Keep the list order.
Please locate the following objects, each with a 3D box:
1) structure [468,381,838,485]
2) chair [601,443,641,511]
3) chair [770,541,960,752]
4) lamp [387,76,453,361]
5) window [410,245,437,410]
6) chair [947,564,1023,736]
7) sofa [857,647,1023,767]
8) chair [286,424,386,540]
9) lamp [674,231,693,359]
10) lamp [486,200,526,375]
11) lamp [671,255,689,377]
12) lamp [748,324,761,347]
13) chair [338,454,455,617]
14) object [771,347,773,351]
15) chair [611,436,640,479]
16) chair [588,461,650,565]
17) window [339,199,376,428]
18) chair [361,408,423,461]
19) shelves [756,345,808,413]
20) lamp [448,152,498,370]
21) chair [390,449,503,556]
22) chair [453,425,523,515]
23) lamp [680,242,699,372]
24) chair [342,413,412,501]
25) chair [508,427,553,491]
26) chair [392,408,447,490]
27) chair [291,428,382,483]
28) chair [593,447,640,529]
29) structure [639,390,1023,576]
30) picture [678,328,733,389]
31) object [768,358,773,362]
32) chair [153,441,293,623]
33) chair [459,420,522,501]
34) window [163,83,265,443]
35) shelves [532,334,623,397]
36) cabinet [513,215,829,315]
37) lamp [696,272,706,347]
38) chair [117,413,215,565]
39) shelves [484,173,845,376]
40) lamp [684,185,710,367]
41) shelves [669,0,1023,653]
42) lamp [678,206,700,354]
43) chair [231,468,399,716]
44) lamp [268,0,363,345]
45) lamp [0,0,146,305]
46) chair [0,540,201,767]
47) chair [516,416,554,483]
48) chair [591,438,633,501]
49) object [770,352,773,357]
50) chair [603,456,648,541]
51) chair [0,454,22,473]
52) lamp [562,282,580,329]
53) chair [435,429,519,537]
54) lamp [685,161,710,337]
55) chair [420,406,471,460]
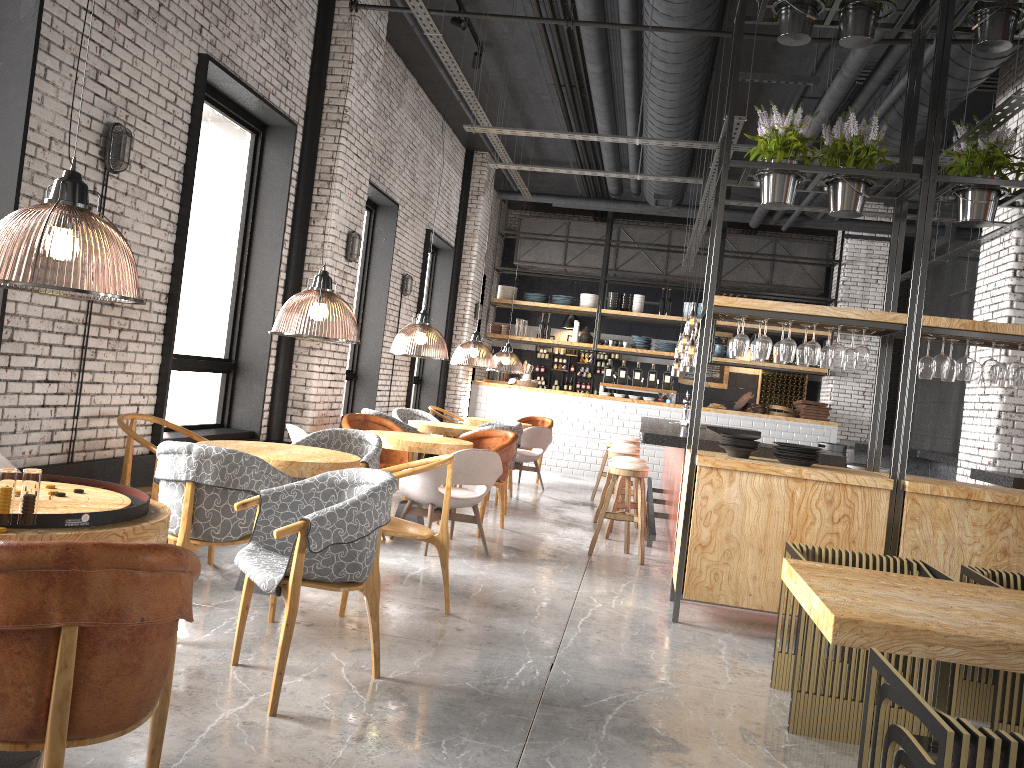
[{"bbox_3d":[2.229,0.951,14.861,5.802,1.346,1.510,7,0,9],"label":"structure"},{"bbox_3d":[1.253,1.082,10.278,0.480,0.806,0.439,7,-1,-43],"label":"chair"},{"bbox_3d":[1.593,1.178,4.050,0.657,0.730,0.638,6,-1,10],"label":"chair"},{"bbox_3d":[-0.651,-1.421,7.508,0.536,2.407,0.537,7,-1,-39],"label":"lamp"},{"bbox_3d":[-1.398,-0.810,13.187,0.365,2.698,1.534,6,-1,9],"label":"window"},{"bbox_3d":[2.405,1.271,3.940,0.657,0.730,0.638,6,-1,11],"label":"chair"},{"bbox_3d":[1.815,1.207,2.061,1.806,0.730,0.640,7,-1,9],"label":"sofa"},{"bbox_3d":[-1.432,0.772,7.049,0.801,0.851,0.771,7,-1,-32],"label":"chair"},{"bbox_3d":[2.073,-1.094,10.568,0.108,1.599,0.108,6,-1,41],"label":"lamp"},{"bbox_3d":[0.042,-1.350,12.140,0.536,2.407,0.537,7,-1,-39],"label":"lamp"},{"bbox_3d":[2.138,-0.887,11.147,0.108,1.599,0.108,6,-1,41],"label":"lamp"},{"bbox_3d":[4.823,-1.189,17.486,0.390,0.937,0.390,6,-1,11],"label":"lamp"},{"bbox_3d":[-0.621,0.840,5.059,0.644,0.921,0.612,7,-1,1],"label":"chair"},{"bbox_3d":[5.122,-0.687,17.482,0.079,0.079,0.283,6,0,9],"label":"object"},{"bbox_3d":[1.481,1.104,11.958,0.438,0.806,0.481,7,-1,-23],"label":"chair"},{"bbox_3d":[0.958,1.053,7.370,0.480,0.806,0.439,7,-1,-33],"label":"chair"},{"bbox_3d":[-1.872,-0.858,10.021,0.365,2.698,1.534,6,-1,9],"label":"window"},{"bbox_3d":[-1.381,0.740,9.423,0.643,0.929,0.682,7,-1,-37],"label":"chair"},{"bbox_3d":[5.295,0.328,17.470,0.889,2.149,0.250,6,-1,9],"label":"shelves"},{"bbox_3d":[-0.301,-1.385,9.849,0.536,2.407,0.537,7,-1,-39],"label":"lamp"},{"bbox_3d":[-0.481,0.882,6.900,0.770,0.851,0.803,7,-1,-32],"label":"chair"},{"bbox_3d":[-0.221,0.874,9.298,0.680,0.929,0.644,7,-1,-37],"label":"chair"},{"bbox_3d":[2.015,-0.928,9.911,0.108,1.599,0.108,7,-1,-10],"label":"lamp"},{"bbox_3d":[-1.290,0.754,8.054,0.680,0.929,0.644,7,-1,-39],"label":"chair"},{"bbox_3d":[0.119,0.942,11.576,0.770,0.851,0.803,7,-1,-32],"label":"chair"},{"bbox_3d":[-1.152,0.765,10.396,0.680,0.929,0.644,7,-1,-37],"label":"chair"},{"bbox_3d":[-1.171,0.771,5.907,0.681,0.929,0.643,6,-1,18],"label":"chair"},{"bbox_3d":[1.088,1.064,9.336,0.438,0.806,0.481,7,-1,-18],"label":"chair"},{"bbox_3d":[3.514,1.008,9.512,4.311,1.534,5.873,7,0,9],"label":"structure"},{"bbox_3d":[3.912,-0.513,17.926,0.980,1.143,0.020,6,-1,9],"label":"picture"},{"bbox_3d":[5.096,-0.479,17.463,0.079,0.079,0.283,6,0,9],"label":"object"},{"bbox_3d":[-1.505,0.736,4.330,0.681,0.929,0.643,6,-1,8],"label":"chair"},{"bbox_3d":[-0.195,0.875,10.319,0.643,0.929,0.682,7,-1,-37],"label":"chair"},{"bbox_3d":[-2.345,-0.906,6.858,0.365,2.698,1.534,6,-1,9],"label":"window"},{"bbox_3d":[1.310,-0.237,18.133,1.762,1.483,0.157,6,-1,9],"label":"shelves"},{"bbox_3d":[2.968,-2.095,17.245,5.865,1.769,0.681,7,-1,9],"label":"cabinet"},{"bbox_3d":[1.879,-0.961,8.598,0.108,1.462,0.108,7,-1,-20],"label":"lamp"},{"bbox_3d":[-2.161,0.663,5.387,0.644,0.921,0.612,6,-1,16],"label":"chair"},{"bbox_3d":[2.530,-1.976,14.994,5.679,3.068,0.597,7,-1,9],"label":"shelves"},{"bbox_3d":[1.594,-0.943,7.512,0.108,1.599,0.108,6,-1,41],"label":"lamp"},{"bbox_3d":[3.109,-0.811,5.495,3.660,5.021,0.689,6,-1,9],"label":"shelves"},{"bbox_3d":[1.874,-1.114,9.233,0.108,1.599,0.108,6,-1,41],"label":"lamp"},{"bbox_3d":[-0.793,0.819,3.722,0.643,0.929,0.682,7,-1,-32],"label":"chair"},{"bbox_3d":[-1.001,-1.456,5.167,0.536,2.407,0.537,7,-1,-39],"label":"lamp"},{"bbox_3d":[-1.340,-1.491,2.902,0.536,2.407,0.537,7,-1,-39],"label":"lamp"},{"bbox_3d":[-1.111,0.786,2.099,0.680,0.929,0.644,7,-1,-29],"label":"chair"},{"bbox_3d":[0.293,0.926,12.665,0.682,0.929,0.643,6,-1,31],"label":"chair"},{"bbox_3d":[1.300,1.085,11.017,0.480,0.806,0.439,7,-1,-18],"label":"chair"},{"bbox_3d":[5.105,-0.583,17.442,0.079,0.079,0.283,6,0,9],"label":"object"},{"bbox_3d":[1.083,1.095,8.530,0.480,0.806,0.439,7,-1,-13],"label":"chair"},{"bbox_3d":[-2.137,0.698,3.411,0.770,0.851,0.803,7,-1,-42],"label":"chair"},{"bbox_3d":[1.246,-1.601,18.070,0.390,0.937,0.390,6,-1,11],"label":"lamp"},{"bbox_3d":[-0.250,0.873,7.990,0.643,0.929,0.682,7,-1,-44],"label":"chair"},{"bbox_3d":[1.708,-1.231,8.051,0.108,1.599,0.108,6,-1,41],"label":"lamp"},{"bbox_3d":[-0.955,0.788,12.331,0.644,0.921,0.612,6,-1,16],"label":"chair"}]
